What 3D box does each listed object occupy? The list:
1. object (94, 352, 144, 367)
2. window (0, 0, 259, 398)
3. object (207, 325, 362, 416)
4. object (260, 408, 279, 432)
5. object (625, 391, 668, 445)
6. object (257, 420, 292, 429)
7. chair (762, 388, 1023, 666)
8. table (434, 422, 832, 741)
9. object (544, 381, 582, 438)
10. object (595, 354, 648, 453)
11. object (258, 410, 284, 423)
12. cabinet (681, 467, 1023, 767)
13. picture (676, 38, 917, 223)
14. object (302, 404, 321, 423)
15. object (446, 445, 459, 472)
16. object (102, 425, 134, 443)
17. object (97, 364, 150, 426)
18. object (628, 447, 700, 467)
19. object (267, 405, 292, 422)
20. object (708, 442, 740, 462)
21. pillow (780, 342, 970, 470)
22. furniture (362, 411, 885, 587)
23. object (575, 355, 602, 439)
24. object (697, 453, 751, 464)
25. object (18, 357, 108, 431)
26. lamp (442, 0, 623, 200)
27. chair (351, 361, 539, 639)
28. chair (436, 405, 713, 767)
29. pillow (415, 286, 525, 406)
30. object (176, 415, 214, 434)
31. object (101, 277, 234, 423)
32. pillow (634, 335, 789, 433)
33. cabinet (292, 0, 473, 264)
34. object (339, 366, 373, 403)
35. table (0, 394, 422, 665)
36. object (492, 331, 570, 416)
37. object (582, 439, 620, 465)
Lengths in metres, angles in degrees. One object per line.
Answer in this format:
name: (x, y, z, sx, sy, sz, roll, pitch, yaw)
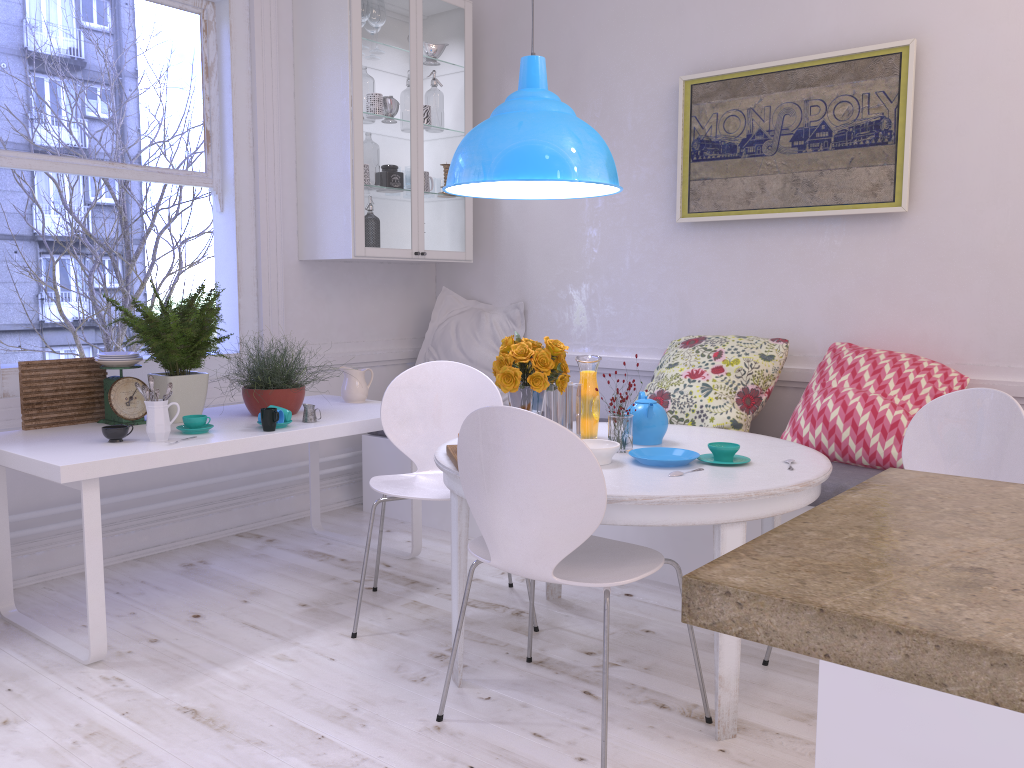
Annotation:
object: (-1.407, -0.088, 3.179, 0.164, 0.047, 0.163, 0, 6, -2)
window: (-1.639, -0.882, 3.641, 0.181, 1.782, 1.234, 5, 8, 39)
object: (-0.916, -0.051, 3.439, 0.668, 0.367, 0.531, -3, 7, -26)
object: (-0.826, 0.123, 3.021, 0.055, 0.077, 0.070, -3, 7, -25)
object: (0.416, 0.106, 2.765, 0.150, 0.151, 0.156, 6, 8, 42)
object: (-0.833, 0.140, 3.115, 0.121, 0.021, 0.121, -1, 6, -10)
chair: (1.056, 0.437, 2.366, 0.483, 0.845, 0.604, -2, 7, -16)
table: (0.340, 0.511, 2.654, 1.140, 0.629, 1.140, -2, 7, -22)
object: (0.157, 0.091, 2.748, 0.101, 0.186, 0.122, -2, 7, -21)
object: (0.333, 0.055, 2.612, 0.128, 0.287, 0.128, 5, 8, 40)
object: (-0.840, 0.116, 3.099, 0.080, 0.058, 0.069, 1, 6, 12)
cabinet: (0.818, 0.613, 0.766, 1.167, 0.842, 0.654, 5, 8, 39)
picture: (1.113, -0.996, 3.610, 0.971, 0.629, 0.020, 5, 8, 39)
object: (-0.734, 0.104, 3.236, 0.052, 0.067, 0.066, 5, 8, 39)
object: (-0.050, 0.206, 2.438, 0.224, 0.024, 0.347, -1, 6, -11)
object: (-1.257, 0.159, 2.815, 0.082, 0.048, 0.079, 0, 6, -1)
object: (-1.397, 0.038, 3.190, 0.185, 0.208, 0.159, 5, 8, 39)
object: (0.421, 0.204, 2.459, 0.196, 0.023, 0.196, 3, 7, 26)
object: (-0.827, 0.106, 3.134, 0.082, 0.059, 0.069, 2, 7, 17)
object: (0.587, 0.190, 2.461, 0.088, 0.043, 0.088, -6, 9, -43)
pillow: (1.344, 0.075, 3.273, 0.587, 0.424, 0.491, 6, 8, 41)
furniture: (0.742, 0.468, 3.613, 3.296, 0.508, 0.769, 5, 8, 39)
object: (0.243, 0.043, 2.809, 0.094, 0.267, 0.116, -3, 7, -24)
object: (0.587, 0.211, 2.463, 0.147, 0.011, 0.147, 6, 8, 41)
object: (-1.577, 0.029, 3.135, 0.028, 0.237, 0.294, 5, 8, 39)
lamp: (0.067, -1.574, 2.688, 0.568, 1.948, 0.568, -2, 7, -17)
chair: (-0.234, 0.360, 3.037, 0.604, 0.845, 0.483, 0, 6, -6)
chair: (0.134, 0.449, 2.236, 0.604, 0.845, 0.483, 5, 8, 39)
pillow: (-0.230, -0.193, 4.670, 0.677, 0.642, 0.374, 1, 6, 9)
object: (-1.070, 0.136, 2.994, 0.121, 0.055, 0.121, -1, 6, -10)
object: (-1.216, -0.126, 3.212, 0.368, 0.527, 0.438, 5, 8, 39)
pillow: (0.813, 0.022, 3.702, 0.592, 0.447, 0.509, 6, 9, 44)
cabinet: (-0.596, -1.263, 4.355, 0.425, 1.311, 0.823, 5, 8, 39)
object: (-0.672, 0.000, 3.799, 0.115, 0.152, 0.127, 3, 7, 21)
table: (-1.052, 0.444, 3.283, 0.736, 0.619, 1.514, 5, 8, 39)
object: (0.055, 0.021, 2.627, 0.235, 0.351, 0.234, 1, 6, 4)
object: (0.225, 0.190, 2.454, 0.147, 0.052, 0.147, -1, 6, -9)
